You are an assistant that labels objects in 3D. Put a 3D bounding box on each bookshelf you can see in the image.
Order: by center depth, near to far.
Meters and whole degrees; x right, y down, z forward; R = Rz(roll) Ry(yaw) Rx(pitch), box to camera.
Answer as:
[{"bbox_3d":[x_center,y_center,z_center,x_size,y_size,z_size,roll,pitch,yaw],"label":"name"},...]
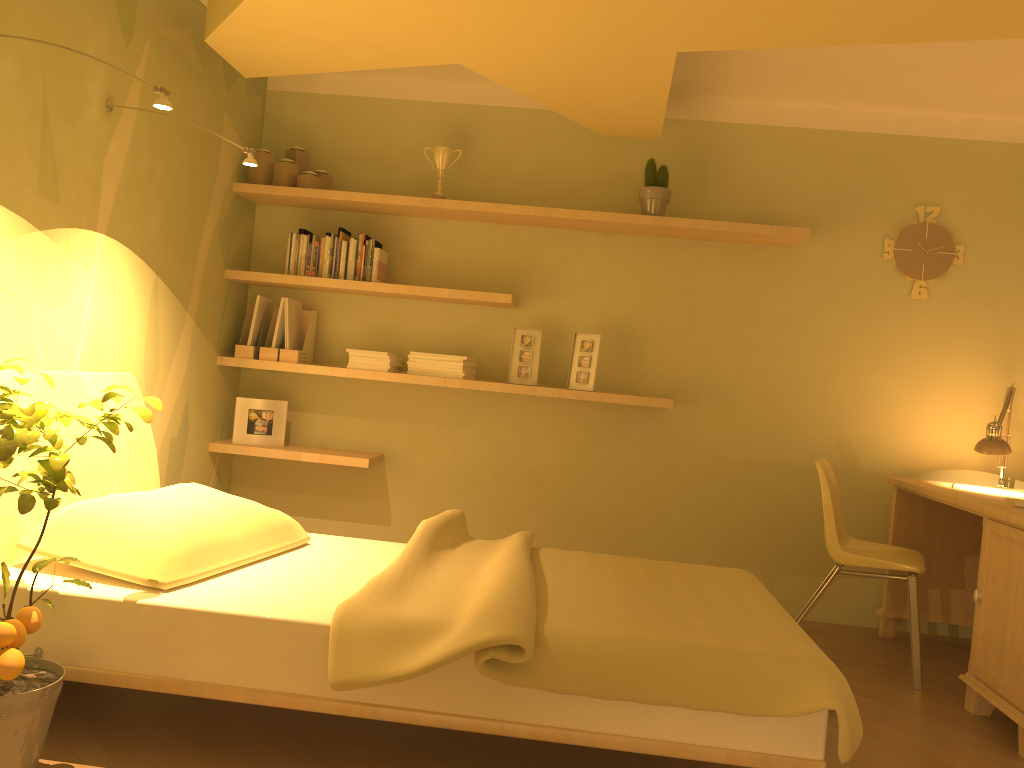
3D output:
[{"bbox_3d":[-0.034,-0.184,4.122,2.605,1.240,0.300,5,1,4],"label":"bookshelf"}]

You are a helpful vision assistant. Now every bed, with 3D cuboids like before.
[{"bbox_3d":[-0.304,0.516,2.605,2.378,0.894,1.286,5,1,4],"label":"bed"}]

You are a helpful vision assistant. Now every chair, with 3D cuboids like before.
[{"bbox_3d":[1.410,0.723,3.611,0.546,0.785,0.531,6,1,24],"label":"chair"}]

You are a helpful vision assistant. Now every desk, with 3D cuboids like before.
[{"bbox_3d":[1.950,0.810,3.313,0.684,0.720,1.396,5,1,4],"label":"desk"}]

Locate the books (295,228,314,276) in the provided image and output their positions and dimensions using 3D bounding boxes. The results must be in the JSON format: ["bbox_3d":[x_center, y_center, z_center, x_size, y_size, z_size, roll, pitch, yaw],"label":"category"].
[{"bbox_3d":[-0.987,-0.611,4.202,0.032,0.229,0.138,5,1,4],"label":"books"}]

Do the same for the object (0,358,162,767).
[{"bbox_3d":[-1.084,0.423,1.861,0.372,0.944,0.828,5,1,-2],"label":"object"}]

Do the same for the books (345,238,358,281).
[{"bbox_3d":[-0.740,-0.575,4.174,0.040,0.203,0.157,5,1,4],"label":"books"}]

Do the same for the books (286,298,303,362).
[{"bbox_3d":[-1.027,-0.249,4.196,0.043,0.296,0.210,5,1,5],"label":"books"}]

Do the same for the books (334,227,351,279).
[{"bbox_3d":[-0.799,-0.603,4.178,0.021,0.247,0.157,5,1,4],"label":"books"}]

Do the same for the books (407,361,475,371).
[{"bbox_3d":[-0.329,-0.084,4.138,0.270,0.015,0.190,6,1,15],"label":"books"}]

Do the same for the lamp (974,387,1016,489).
[{"bbox_3d":[2.087,0.227,3.833,0.140,0.455,0.484,6,1,29],"label":"lamp"}]

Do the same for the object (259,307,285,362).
[{"bbox_3d":[-1.104,-0.236,4.202,0.087,0.259,0.236,5,1,4],"label":"object"}]

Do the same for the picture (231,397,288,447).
[{"bbox_3d":[-1.192,0.178,4.200,0.247,0.219,0.131,5,1,-18],"label":"picture"}]

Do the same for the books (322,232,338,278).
[{"bbox_3d":[-0.848,-0.592,4.178,0.038,0.217,0.166,5,1,4],"label":"books"}]

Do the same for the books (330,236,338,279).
[{"bbox_3d":[-0.821,-0.582,4.181,0.017,0.203,0.155,5,1,4],"label":"books"}]

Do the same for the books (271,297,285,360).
[{"bbox_3d":[-1.080,-0.254,4.198,0.048,0.297,0.214,5,1,4],"label":"books"}]

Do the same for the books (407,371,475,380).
[{"bbox_3d":[-0.329,-0.039,4.145,0.270,0.015,0.190,6,1,15],"label":"books"}]

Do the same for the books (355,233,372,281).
[{"bbox_3d":[-0.702,-0.584,4.180,0.032,0.229,0.138,5,1,4],"label":"books"}]

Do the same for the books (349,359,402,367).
[{"bbox_3d":[-0.639,-0.099,4.176,0.190,0.015,0.270,5,1,5],"label":"books"}]

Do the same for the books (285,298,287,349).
[{"bbox_3d":[-1.036,-0.249,4.192,0.036,0.296,0.210,5,1,5],"label":"books"}]

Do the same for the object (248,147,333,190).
[{"bbox_3d":[-1.040,-1.019,4.190,0.349,0.229,0.234,5,1,6],"label":"object"}]

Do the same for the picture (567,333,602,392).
[{"bbox_3d":[0.362,-0.098,4.102,0.134,0.264,0.171,6,1,31],"label":"picture"}]

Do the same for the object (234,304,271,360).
[{"bbox_3d":[-1.230,-0.248,4.211,0.087,0.259,0.236,5,1,-1],"label":"object"}]

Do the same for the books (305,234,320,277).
[{"bbox_3d":[-0.935,-0.593,4.189,0.032,0.203,0.157,5,1,4],"label":"books"}]

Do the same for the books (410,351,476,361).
[{"bbox_3d":[-0.320,-0.129,4.144,0.270,0.015,0.190,6,1,10],"label":"books"}]

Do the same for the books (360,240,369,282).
[{"bbox_3d":[-0.677,-0.566,4.169,0.022,0.198,0.157,5,1,4],"label":"books"}]

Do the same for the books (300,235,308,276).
[{"bbox_3d":[-0.962,-0.593,4.191,0.022,0.198,0.157,5,1,4],"label":"books"}]

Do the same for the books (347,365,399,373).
[{"bbox_3d":[-0.650,-0.070,4.174,0.190,0.015,0.270,5,1,4],"label":"books"}]

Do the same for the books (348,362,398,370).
[{"bbox_3d":[-0.649,-0.085,4.173,0.190,0.015,0.270,5,1,1],"label":"books"}]

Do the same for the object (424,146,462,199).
[{"bbox_3d":[-0.335,-0.971,4.157,0.160,0.268,0.095,5,1,-25],"label":"object"}]

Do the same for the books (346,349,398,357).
[{"bbox_3d":[-0.654,-0.146,4.165,0.190,0.015,0.270,5,1,2],"label":"books"}]

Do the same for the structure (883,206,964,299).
[{"bbox_3d":[1.908,-0.609,4.104,0.360,0.432,0.027,5,1,4],"label":"structure"}]

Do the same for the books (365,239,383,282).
[{"bbox_3d":[-0.650,-0.566,4.167,0.032,0.203,0.157,5,1,4],"label":"books"}]

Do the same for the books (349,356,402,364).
[{"bbox_3d":[-0.639,-0.114,4.170,0.190,0.015,0.270,5,1,4],"label":"books"}]

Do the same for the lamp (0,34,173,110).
[{"bbox_3d":[-1.154,-0.842,2.361,0.533,0.178,0.050,5,1,4],"label":"lamp"}]

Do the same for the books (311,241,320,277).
[{"bbox_3d":[-0.910,-0.575,4.187,0.021,0.172,0.157,5,1,4],"label":"books"}]

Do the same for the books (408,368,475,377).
[{"bbox_3d":[-0.327,-0.054,4.145,0.270,0.015,0.190,6,1,12],"label":"books"}]

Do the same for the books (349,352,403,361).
[{"bbox_3d":[-0.638,-0.129,4.178,0.190,0.015,0.270,5,1,6],"label":"books"}]

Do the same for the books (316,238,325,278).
[{"bbox_3d":[-0.882,-0.583,4.191,0.032,0.193,0.146,5,1,4],"label":"books"}]

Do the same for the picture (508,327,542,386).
[{"bbox_3d":[0.065,-0.127,4.167,0.134,0.264,0.171,5,1,4],"label":"picture"}]

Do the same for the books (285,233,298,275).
[{"bbox_3d":[-1.024,-0.602,4.196,0.040,0.203,0.157,5,1,4],"label":"books"}]

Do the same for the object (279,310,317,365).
[{"bbox_3d":[-1.009,-0.227,4.194,0.087,0.259,0.236,5,1,5],"label":"object"}]

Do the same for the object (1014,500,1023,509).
[{"bbox_3d":[1.940,0.444,3.119,0.300,0.010,0.210,6,1,29],"label":"object"}]

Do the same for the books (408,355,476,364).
[{"bbox_3d":[-0.328,-0.115,4.157,0.270,0.015,0.190,6,1,15],"label":"books"}]

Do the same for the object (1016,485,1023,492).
[{"bbox_3d":[2.248,0.419,3.758,0.070,0.105,0.240,5,1,-3],"label":"object"}]

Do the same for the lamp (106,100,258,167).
[{"bbox_3d":[-1.105,-0.844,2.977,0.533,0.178,0.050,5,1,4],"label":"lamp"}]

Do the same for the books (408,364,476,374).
[{"bbox_3d":[-0.325,-0.069,4.136,0.270,0.015,0.190,6,1,17],"label":"books"}]

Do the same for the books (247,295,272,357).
[{"bbox_3d":[-1.205,-0.266,4.209,0.048,0.297,0.214,5,1,-1],"label":"books"}]

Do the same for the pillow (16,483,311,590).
[{"bbox_3d":[-0.993,0.435,2.669,0.482,0.213,0.801,6,1,14],"label":"pillow"}]

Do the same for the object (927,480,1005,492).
[{"bbox_3d":[1.955,0.439,3.825,0.300,0.009,0.040,6,1,34],"label":"object"}]

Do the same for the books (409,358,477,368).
[{"bbox_3d":[-0.320,-0.099,4.137,0.270,0.015,0.190,6,1,18],"label":"books"}]

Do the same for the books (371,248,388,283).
[{"bbox_3d":[-0.622,-0.543,4.154,0.032,0.163,0.178,5,1,4],"label":"books"}]

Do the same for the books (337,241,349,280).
[{"bbox_3d":[-0.777,-0.568,4.169,0.032,0.184,0.173,5,1,4],"label":"books"}]

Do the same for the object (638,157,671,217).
[{"bbox_3d":[0.652,-0.891,4.037,0.145,0.294,0.145,5,1,-14],"label":"object"}]
